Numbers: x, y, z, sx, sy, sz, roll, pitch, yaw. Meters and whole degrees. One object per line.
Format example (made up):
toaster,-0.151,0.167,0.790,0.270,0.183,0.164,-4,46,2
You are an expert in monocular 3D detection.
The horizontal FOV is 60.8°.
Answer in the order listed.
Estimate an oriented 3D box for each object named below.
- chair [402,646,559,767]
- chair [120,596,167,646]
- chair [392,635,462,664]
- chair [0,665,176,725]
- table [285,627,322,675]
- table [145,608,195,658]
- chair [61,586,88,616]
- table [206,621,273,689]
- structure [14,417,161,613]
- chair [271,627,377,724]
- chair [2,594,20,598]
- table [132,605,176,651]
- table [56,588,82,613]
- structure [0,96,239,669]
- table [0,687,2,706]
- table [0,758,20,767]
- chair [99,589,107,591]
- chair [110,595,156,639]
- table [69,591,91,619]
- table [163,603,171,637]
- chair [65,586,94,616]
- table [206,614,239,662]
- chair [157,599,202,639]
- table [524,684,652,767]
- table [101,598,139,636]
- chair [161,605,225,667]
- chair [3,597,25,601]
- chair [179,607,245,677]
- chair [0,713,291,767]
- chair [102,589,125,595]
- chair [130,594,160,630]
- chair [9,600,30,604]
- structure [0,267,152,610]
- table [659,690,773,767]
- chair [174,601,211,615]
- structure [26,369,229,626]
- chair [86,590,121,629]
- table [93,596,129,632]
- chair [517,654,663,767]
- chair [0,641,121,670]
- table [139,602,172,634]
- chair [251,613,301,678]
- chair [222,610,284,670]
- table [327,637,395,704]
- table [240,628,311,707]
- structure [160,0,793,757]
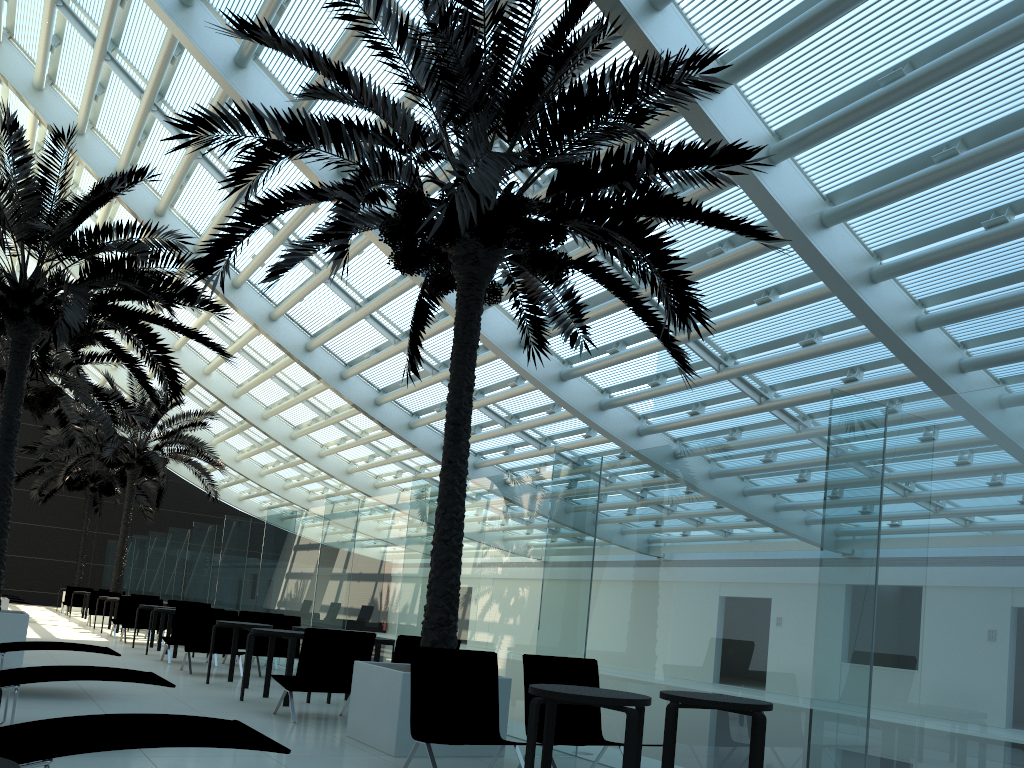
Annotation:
chair,-0.217,2.248,5.837,0.727,0.862,0.900,11,-12,-31
chair,-7.074,4.578,16.833,0.727,0.862,0.900,11,-12,-31
chair,-1.085,3.025,9.003,0.727,0.862,0.900,11,-12,-31
chair,-3.457,1.849,6.023,2.070,1.123,0.935,13,-12,-31
table,-2.565,3.589,11.395,0.679,0.758,0.700,4,-10,7
table,-5.617,4.128,14.453,0.679,0.758,0.700,4,-10,11
chair,-13.975,6.930,27.927,0.727,0.862,0.900,11,-12,-31
table,-3.383,3.373,10.888,0.679,0.758,0.700,4,-10,7
structure,-14.887,4.604,30.938,4.826,6.822,4.565,-1,-10,37
chair,-1.871,2.817,8.516,0.727,0.862,0.900,11,-12,-31
chair,-15.178,5.832,24.819,2.070,1.123,0.935,13,-12,-31
table,-6.390,4.395,15.710,0.679,0.758,0.700,4,-10,7
table,-14.633,7.191,28.912,0.678,0.758,0.701,3,-10,16
structure,-6.081,0.082,10.831,4.293,6.641,4.757,-1,-10,37
table,-3.190,1.870,4.801,0.553,0.502,0.571,3,-11,11
table,-1.820,1.404,2.603,0.553,0.502,0.571,3,-11,11
chair,-13.189,7.137,28.415,0.727,0.862,0.900,11,-12,-31
chair,-7.966,4.889,18.291,0.727,0.862,0.900,11,-12,-31
table,-12.399,6.437,25.347,0.679,0.758,0.700,4,-10,7
table,-7.806,5.365,19.782,0.679,0.758,0.700,4,-10,11
chair,-13.083,6.620,26.469,0.727,0.862,0.900,11,-12,-31
table,-4.799,4.343,14.960,0.679,0.758,0.700,4,-10,11
chair,-7.180,5.096,18.778,0.727,0.862,0.900,11,-12,-31
table,0.399,2.088,4.823,0.678,0.758,0.701,3,-10,16
table,-8.624,5.149,19.276,0.679,0.758,0.700,4,-10,11
chair,-4.959,3.867,13.468,0.727,0.862,0.900,11,-12,-31
chair,-13.764,5.351,22.552,2.070,1.123,0.935,13,-12,-31
chair,-4.060,3.554,11.999,0.727,0.862,0.900,11,-12,-31
chair,-2.086,1.383,3.825,2.070,1.123,0.935,13,-12,-31
chair,-12.296,6.827,26.956,0.727,0.862,0.900,11,-12,-31
chair,-9.263,5.796,22.092,0.727,0.862,0.900,11,-12,-31
chair,-12.394,4.885,20.354,2.070,1.123,0.935,13,-12,-31
structure,-9.450,1.093,15.856,4.289,6.699,4.762,5,-8,2
table,1.216,2.304,5.330,0.678,0.758,0.701,3,-10,16
chair,-6.288,4.785,17.320,0.727,0.862,0.900,11,-12,-31
structure,-10.568,3.123,23.963,4.910,6.822,4.487,12,-10,-37
chair,-10.049,5.589,21.604,0.727,0.862,0.900,11,-12,-31
table,-9.379,5.411,20.504,0.679,0.758,0.700,4,-10,7
chair,0.569,2.455,6.324,0.727,0.862,0.900,11,-12,-31
chair,-4.828,2.315,8.222,2.070,1.123,0.935,13,-12,-31
table,-8.561,5.626,21.010,0.679,0.758,0.700,4,-10,7
chair,-3.274,3.761,12.486,0.727,0.862,0.900,11,-12,-31
chair,-4.172,4.074,13.955,0.727,0.862,0.900,11,-12,-31
table,-1.711,3.294,10.008,0.679,0.758,0.700,4,-10,11
table,-2.529,3.078,9.501,0.679,0.758,0.700,4,-10,11
structure,-0.361,-0.342,7.603,4.847,6.823,4.544,7,-8,-12
